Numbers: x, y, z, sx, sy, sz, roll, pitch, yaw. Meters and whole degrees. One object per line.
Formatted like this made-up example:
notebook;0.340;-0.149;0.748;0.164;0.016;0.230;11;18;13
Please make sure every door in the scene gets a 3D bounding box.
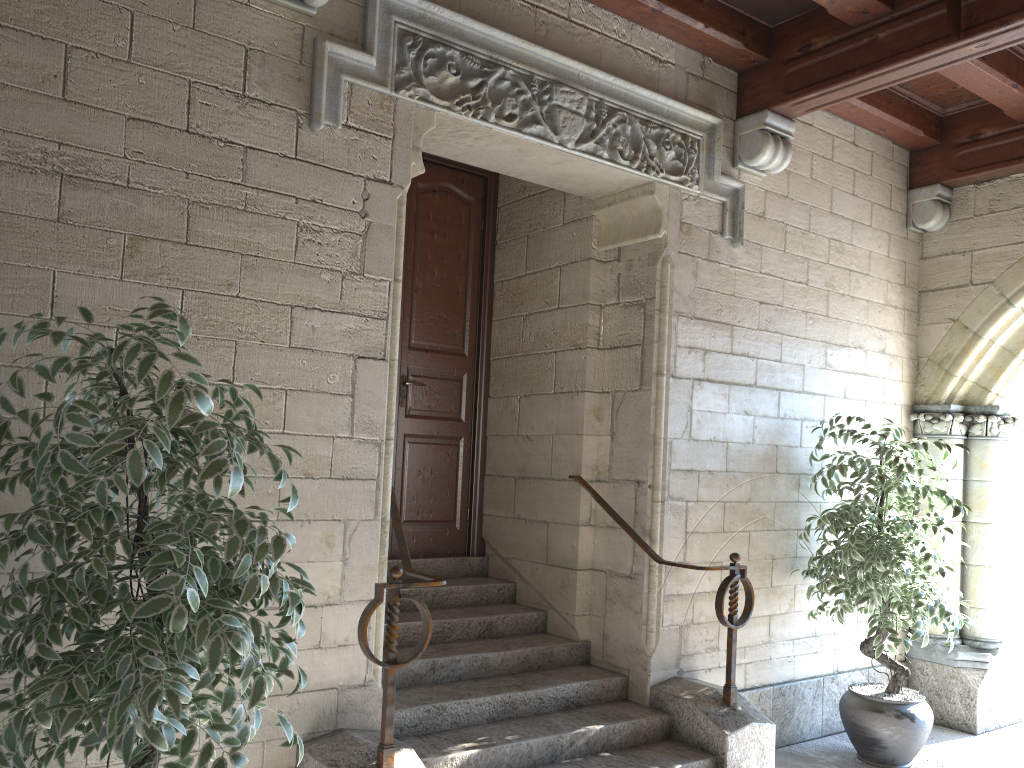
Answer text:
door;-0.594;-0.178;4.435;1.138;2.116;0.226;5;-3;-36

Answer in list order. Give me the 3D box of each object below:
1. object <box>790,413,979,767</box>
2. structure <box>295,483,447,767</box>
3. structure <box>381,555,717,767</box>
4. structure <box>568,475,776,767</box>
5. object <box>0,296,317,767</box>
object;1.723;0.946;4.135;0.752;1.614;0.787;5;-4;-40
structure;-0.498;0.922;2.985;0.477;1.259;0.888;5;-4;-36
structure;-0.284;1.234;3.842;1.464;0.808;2.575;6;-6;-36
structure;0.633;1.046;3.823;0.474;1.259;0.888;5;-4;-36
object;-0.844;0.641;1.983;0.751;1.614;0.788;3;-3;-5
